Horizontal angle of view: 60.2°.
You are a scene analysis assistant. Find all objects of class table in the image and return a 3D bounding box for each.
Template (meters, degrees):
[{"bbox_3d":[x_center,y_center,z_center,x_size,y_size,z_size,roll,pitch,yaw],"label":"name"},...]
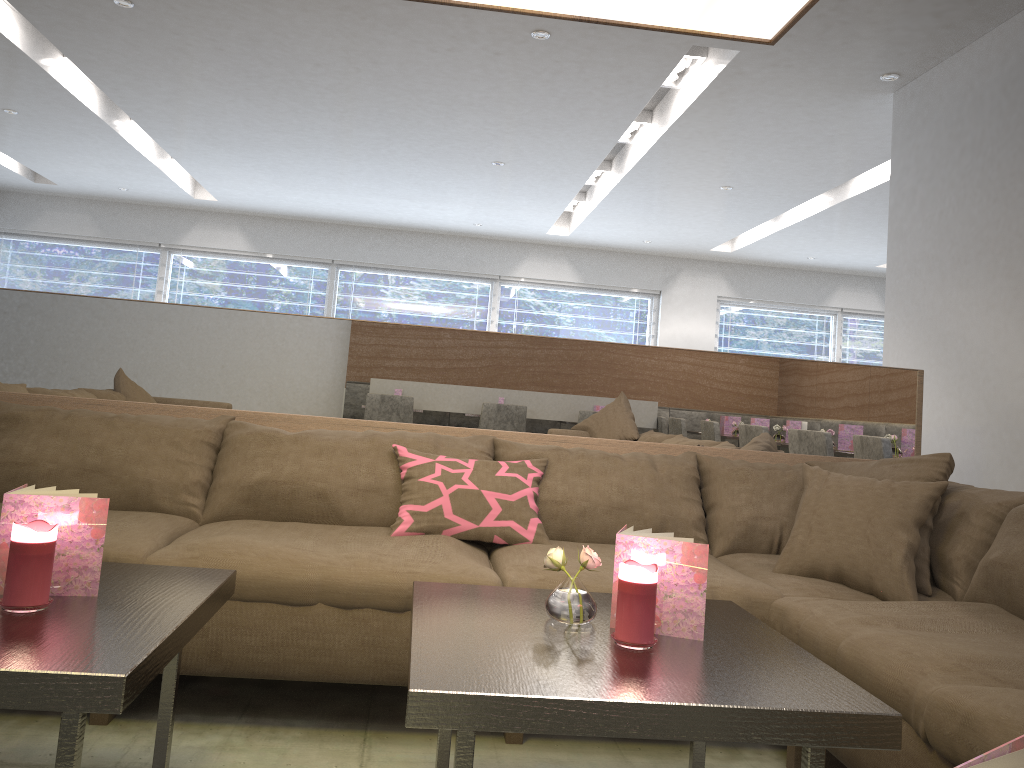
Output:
[{"bbox_3d":[-0.849,0.539,1.358,0.657,0.415,0.655,5,-2,-6],"label":"table"},{"bbox_3d":[0.145,0.623,1.451,0.657,0.415,0.655,5,-2,-6],"label":"table"}]

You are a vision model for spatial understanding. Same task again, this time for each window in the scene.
[{"bbox_3d":[-1.983,-0.279,9.382,7.095,2.088,0.157,5,-6,-5],"label":"window"},{"bbox_3d":[3.966,0.219,9.941,3.656,2.088,0.157,5,-6,-5],"label":"window"}]

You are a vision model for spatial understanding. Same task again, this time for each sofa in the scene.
[{"bbox_3d":[-0.346,0.447,1.227,3.762,0.680,3.166,5,-1,-6],"label":"sofa"}]

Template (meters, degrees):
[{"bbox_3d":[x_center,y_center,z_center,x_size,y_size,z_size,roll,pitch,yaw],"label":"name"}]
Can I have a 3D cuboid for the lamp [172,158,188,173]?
[{"bbox_3d":[-2.915,-2.011,8.059,0.226,0.102,0.486,5,-1,-6],"label":"lamp"}]

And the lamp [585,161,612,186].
[{"bbox_3d":[0.654,-1.735,7.280,0.226,0.102,0.486,5,-1,-6],"label":"lamp"}]

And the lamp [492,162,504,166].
[{"bbox_3d":[-0.102,-1.608,6.460,0.089,0.007,0.088,4,-2,39],"label":"lamp"}]

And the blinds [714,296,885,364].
[{"bbox_3d":[3.988,0.192,9.840,3.647,2.059,0.045,5,-6,-5],"label":"blinds"}]

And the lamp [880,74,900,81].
[{"bbox_3d":[1.839,-1.492,4.304,0.089,0.007,0.088,4,-2,39],"label":"lamp"}]

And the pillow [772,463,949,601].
[{"bbox_3d":[0.894,0.388,2.288,0.380,0.325,0.233,2,-5,39],"label":"pillow"}]

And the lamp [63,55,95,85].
[{"bbox_3d":[-2.675,-2.039,5.706,0.226,0.102,0.486,5,-1,-6],"label":"lamp"}]

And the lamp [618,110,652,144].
[{"bbox_3d":[0.781,-1.749,6.030,0.226,0.102,0.486,5,-1,-6],"label":"lamp"}]

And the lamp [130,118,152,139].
[{"bbox_3d":[-2.803,-2.024,6.956,0.226,0.102,0.486,5,-1,-6],"label":"lamp"}]

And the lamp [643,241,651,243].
[{"bbox_3d":[1.366,-1.438,8.936,0.089,0.007,0.088,4,-2,39],"label":"lamp"}]

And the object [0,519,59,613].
[{"bbox_3d":[-0.736,0.276,1.351,0.075,0.129,0.075,8,-5,-33],"label":"object"}]

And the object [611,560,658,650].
[{"bbox_3d":[0.201,0.354,1.428,0.075,0.129,0.075,8,-5,-33],"label":"object"}]

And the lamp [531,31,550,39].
[{"bbox_3d":[0.134,-1.635,4.144,0.089,0.007,0.088,4,-2,39],"label":"lamp"}]

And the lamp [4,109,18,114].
[{"bbox_3d":[-3.481,-1.890,6.143,0.089,0.007,0.088,4,-2,39],"label":"lamp"}]

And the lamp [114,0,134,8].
[{"bbox_3d":[-1.830,-1.795,4.168,0.089,0.007,0.088,4,-2,39],"label":"lamp"}]

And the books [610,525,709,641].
[{"bbox_3d":[0.268,0.351,1.574,0.158,0.165,0.142,4,-4,14],"label":"books"}]

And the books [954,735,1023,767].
[{"bbox_3d":[0.371,0.338,0.540,0.142,0.165,0.157,8,-5,-40],"label":"books"}]

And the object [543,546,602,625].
[{"bbox_3d":[0.104,0.348,1.556,0.091,0.133,0.102,8,-5,-40],"label":"object"}]

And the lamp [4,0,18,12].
[{"bbox_3d":[-2.560,-2.052,4.574,0.226,0.102,0.486,5,-1,-6],"label":"lamp"}]

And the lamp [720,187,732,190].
[{"bbox_3d":[1.602,-1.465,6.620,0.089,0.007,0.088,4,-2,39],"label":"lamp"}]

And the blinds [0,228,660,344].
[{"bbox_3d":[-1.981,-0.308,9.280,7.090,2.059,0.045,5,-6,-5],"label":"blinds"}]

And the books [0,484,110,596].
[{"bbox_3d":[-0.769,0.264,1.458,0.142,0.165,0.258,8,-4,-42],"label":"books"}]

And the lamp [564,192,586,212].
[{"bbox_3d":[0.541,-1.722,8.383,0.226,0.102,0.486,5,-1,-6],"label":"lamp"}]

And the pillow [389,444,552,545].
[{"bbox_3d":[-0.114,0.318,2.491,0.463,0.254,0.179,5,-4,-10],"label":"pillow"}]

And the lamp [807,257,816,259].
[{"bbox_3d":[3.081,-1.294,9.097,0.089,0.007,0.088,4,-2,39],"label":"lamp"}]

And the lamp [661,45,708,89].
[{"bbox_3d":[0.897,-1.763,4.899,0.226,0.102,0.486,5,-1,-6],"label":"lamp"}]

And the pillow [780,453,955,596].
[{"bbox_3d":[0.989,0.370,2.478,0.290,0.397,0.526,8,-4,-37],"label":"pillow"}]

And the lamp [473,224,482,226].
[{"bbox_3d":[-0.339,-1.580,8.776,0.089,0.007,0.088,4,-2,39],"label":"lamp"}]

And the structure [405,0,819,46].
[{"bbox_3d":[-0.279,-1.429,1.339,2.440,0.622,2.436,5,-1,-6],"label":"structure"}]

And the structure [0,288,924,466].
[{"bbox_3d":[-0.495,0.300,2.946,3.770,1.016,0.222,5,-5,-5],"label":"structure"}]

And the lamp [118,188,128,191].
[{"bbox_3d":[-3.718,-1.863,8.459,0.089,0.007,0.088,4,-2,39],"label":"lamp"}]
